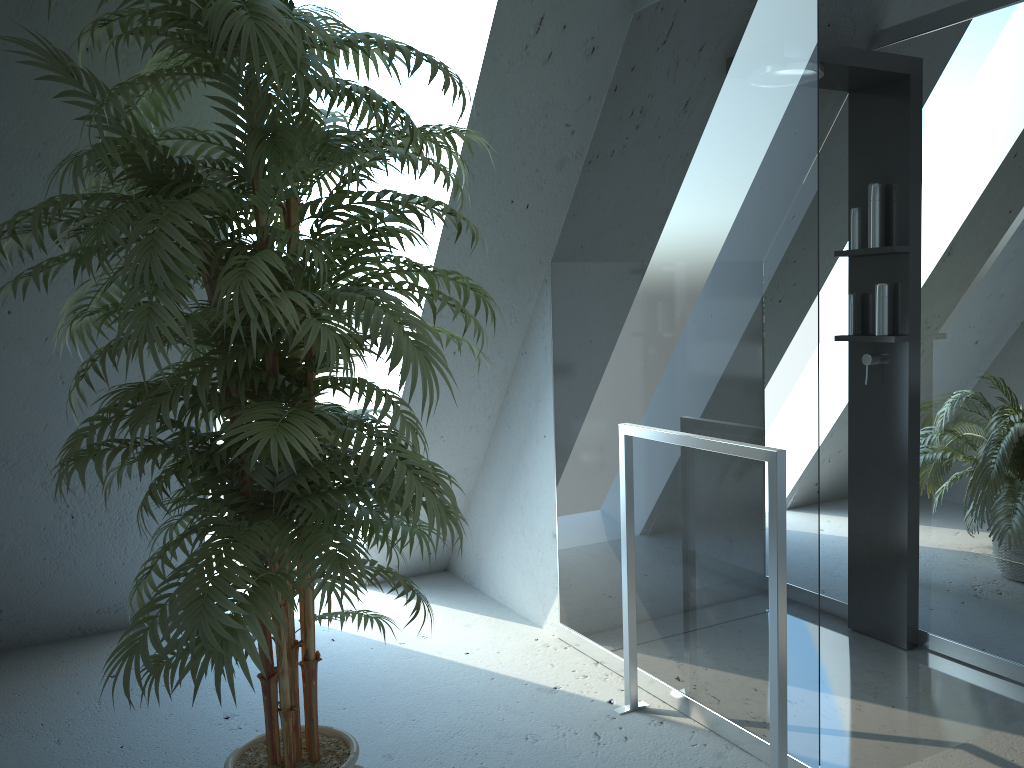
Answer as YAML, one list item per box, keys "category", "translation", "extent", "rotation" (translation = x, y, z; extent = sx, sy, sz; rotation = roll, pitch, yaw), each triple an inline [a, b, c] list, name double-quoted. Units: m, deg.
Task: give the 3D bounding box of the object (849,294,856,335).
- category: "object"
  translation: [1.189, -0.244, 3.097]
  extent: [0.023, 0.144, 0.043]
  rotation: [1, 6, 29]

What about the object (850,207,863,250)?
- category: "object"
  translation: [1.188, -0.535, 3.055]
  extent: [0.043, 0.144, 0.023]
  rotation: [-2, 5, -2]

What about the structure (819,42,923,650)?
- category: "structure"
  translation: [1.044, -0.066, 2.947]
  extent: [0.612, 1.978, 0.250]
  rotation: [-4, 6, -28]

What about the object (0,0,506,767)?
- category: "object"
  translation: [-0.504, 0.046, 1.866]
  extent: [1.020, 2.034, 0.980]
  rotation: [0, 5, 21]

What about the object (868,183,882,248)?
- category: "object"
  translation: [1.221, -0.566, 2.983]
  extent: [0.043, 0.215, 0.043]
  rotation: [-6, 7, -43]

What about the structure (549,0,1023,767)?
- category: "structure"
  translation: [0.943, -0.097, 2.547]
  extent: [1.184, 2.114, 1.835]
  rotation: [-4, 6, -28]

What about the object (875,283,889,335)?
- category: "object"
  translation: [1.246, -0.252, 2.989]
  extent: [0.043, 0.175, 0.023]
  rotation: [1, 6, 31]
